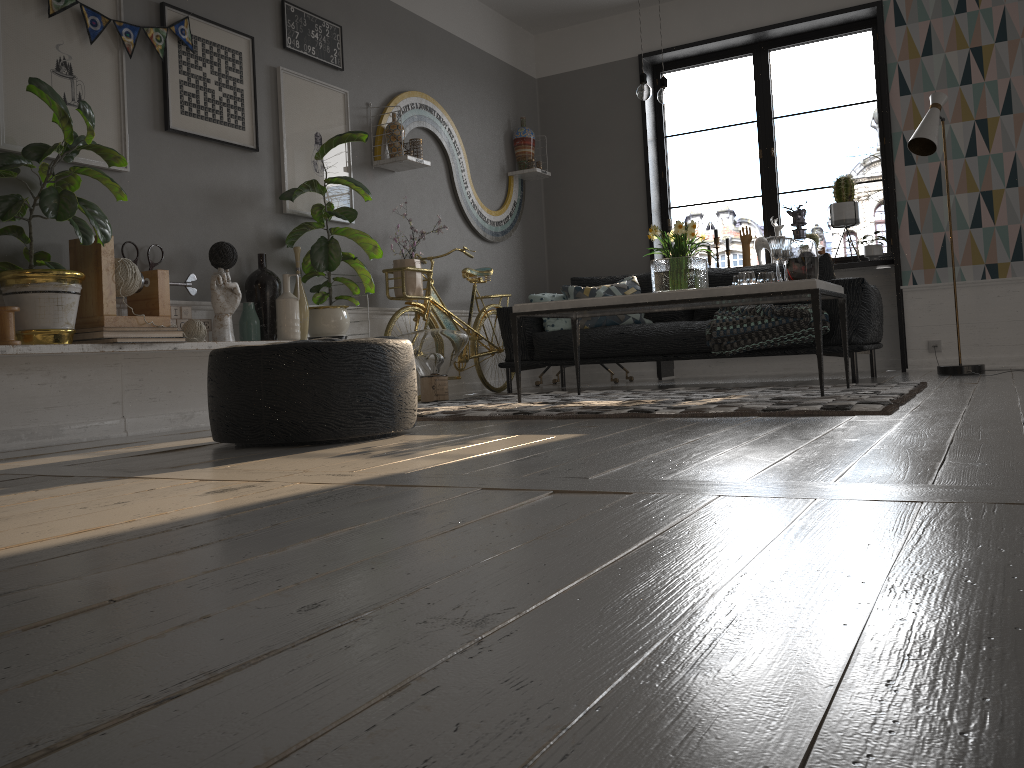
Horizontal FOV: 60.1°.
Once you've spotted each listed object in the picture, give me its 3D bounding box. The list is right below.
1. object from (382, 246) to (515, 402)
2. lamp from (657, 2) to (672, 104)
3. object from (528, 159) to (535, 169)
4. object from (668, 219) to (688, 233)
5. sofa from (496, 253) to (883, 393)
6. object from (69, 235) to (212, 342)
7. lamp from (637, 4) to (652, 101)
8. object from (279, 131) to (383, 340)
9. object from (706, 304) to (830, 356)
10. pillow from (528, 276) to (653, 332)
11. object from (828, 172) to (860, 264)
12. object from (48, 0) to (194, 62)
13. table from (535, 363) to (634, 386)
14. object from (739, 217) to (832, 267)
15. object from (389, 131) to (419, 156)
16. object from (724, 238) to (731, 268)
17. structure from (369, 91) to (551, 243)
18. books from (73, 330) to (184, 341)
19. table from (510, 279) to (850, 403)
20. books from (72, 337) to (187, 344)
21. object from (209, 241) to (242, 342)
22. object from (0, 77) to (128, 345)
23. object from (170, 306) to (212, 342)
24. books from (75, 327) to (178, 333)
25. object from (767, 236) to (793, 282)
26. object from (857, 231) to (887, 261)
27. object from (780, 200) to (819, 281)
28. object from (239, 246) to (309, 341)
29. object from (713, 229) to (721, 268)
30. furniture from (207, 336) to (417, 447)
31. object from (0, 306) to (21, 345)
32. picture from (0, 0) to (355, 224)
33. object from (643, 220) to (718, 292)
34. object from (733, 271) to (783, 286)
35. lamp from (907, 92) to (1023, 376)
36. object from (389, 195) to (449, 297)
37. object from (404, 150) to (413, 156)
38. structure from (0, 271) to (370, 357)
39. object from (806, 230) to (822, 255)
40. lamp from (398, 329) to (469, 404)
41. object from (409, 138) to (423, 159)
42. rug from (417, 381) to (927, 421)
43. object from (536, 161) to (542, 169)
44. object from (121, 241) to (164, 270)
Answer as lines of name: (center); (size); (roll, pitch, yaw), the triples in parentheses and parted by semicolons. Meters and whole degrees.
object: (-0.354, -0.397, 5.897); (0.426, 0.971, 1.627); (-4, 1, 20)
lamp: (0.741, -2.142, 3.769); (0.074, 1.539, 1.394); (-3, 0, -2)
object: (0.154, -1.731, 6.990); (0.060, 0.079, 0.060); (-3, -1, 18)
object: (1.319, -1.080, 7.080); (0.145, 0.491, 0.162); (-2, -2, -25)
sofa: (1.104, -0.373, 5.688); (2.336, 0.799, 0.971); (-2, 1, 28)
object: (-1.561, -0.386, 3.782); (0.238, 0.441, 0.546); (-4, 0, 29)
lamp: (0.628, -2.134, 3.689); (0.074, 1.539, 1.394); (-3, 0, -2)
object: (-0.981, -0.810, 4.811); (0.567, 1.152, 0.414); (-3, -2, -22)
object: (1.493, -0.353, 5.140); (0.665, 0.329, 0.491); (-3, 1, 24)
pillow: (0.526, -0.530, 5.948); (0.798, 0.363, 0.443); (-3, 0, 11)
object: (2.416, -1.210, 6.417); (0.235, 0.672, 0.228); (-3, -2, 0)
object: (-1.746, -1.612, 3.918); (0.057, 0.340, 0.915); (-4, 1, 29)
table: (0.560, -0.340, 7.092); (0.741, 0.681, 0.339); (-3, -1, 29)
object: (2.057, -1.062, 6.681); (0.661, 0.411, 0.134); (-3, -1, 30)
object: (-0.665, -1.477, 5.459); (0.197, 0.166, 0.060); (-3, -1, -27)
object: (1.694, -1.001, 6.931); (0.076, 0.301, 0.075); (-2, -2, -30)
structure: (-0.277, -1.538, 6.321); (0.266, 0.956, 2.024); (-4, 1, 29)
books: (-1.605, -0.199, 3.669); (0.259, 0.029, 0.384); (-2, 2, 30)
table: (0.814, -0.177, 4.296); (1.453, 0.512, 0.733); (-2, 1, 29)
books: (-1.602, -0.175, 3.681); (0.296, 0.021, 0.368); (-2, 2, 23)
object: (-1.362, -0.434, 4.178); (0.136, 0.484, 0.155); (-4, -2, 29)
object: (-1.752, -0.628, 3.346); (0.545, 0.965, 0.510); (-3, -1, 14)
object: (-1.511, -0.269, 4.081); (0.078, 0.174, 0.265); (-4, 0, 35)
books: (-1.616, -0.221, 3.672); (0.228, 0.017, 0.379); (-2, 2, 26)
object: (1.242, -0.562, 4.080); (0.082, 0.227, 0.168); (-4, -1, 41)
object: (2.567, -0.981, 6.303); (0.170, 0.204, 0.247); (-3, 0, 31)
object: (1.383, -0.672, 4.242); (0.156, 0.418, 0.148); (-2, -2, -42)
object: (-1.197, -0.456, 4.446); (0.332, 0.489, 0.285); (-3, -1, -11)
object: (1.606, -1.034, 6.922); (0.123, 0.376, 0.123); (-4, -2, 34)
furniture: (-0.713, 0.016, 3.200); (0.734, 0.357, 0.736); (-3, 1, 16)
object: (-2.039, -0.211, 2.910); (0.328, 0.307, 0.786); (-3, 1, 30)
picture: (-0.992, -1.352, 1.145); (4.032, 1.797, 7.302); (-2, 2, 29)
object: (0.808, -0.610, 4.331); (0.351, 0.352, 0.325); (-3, 0, 31)
object: (1.199, -0.493, 4.260); (0.246, 0.087, 0.279); (-3, 2, 7)
lamp: (2.867, -0.925, 5.449); (0.678, 1.705, 1.247); (-4, -1, 27)
object: (-0.554, -0.854, 5.552); (0.488, 0.642, 0.253); (-2, -2, -43)
object: (-0.660, -1.445, 5.652); (0.062, 0.082, 0.062); (-3, -1, 5)
structure: (-1.576, -0.358, 3.811); (0.307, 0.487, 2.779); (-4, 1, 29)
object: (2.220, -1.013, 6.644); (0.234, 0.283, 0.213); (-3, -1, 3)
lamp: (-0.466, -0.106, 5.236); (0.433, 0.438, 0.431); (-3, 0, -30)
object: (-0.605, -1.474, 5.594); (0.085, 0.140, 0.086); (-3, -1, 22)
rug: (0.554, 0.079, 4.259); (2.522, 0.034, 1.772); (-2, 2, 29)
object: (0.216, -1.736, 7.033); (0.050, 0.058, 0.050); (-3, 0, 19)
object: (-1.638, -0.401, 3.946); (0.019, 0.464, 0.221); (-4, -2, 29)
